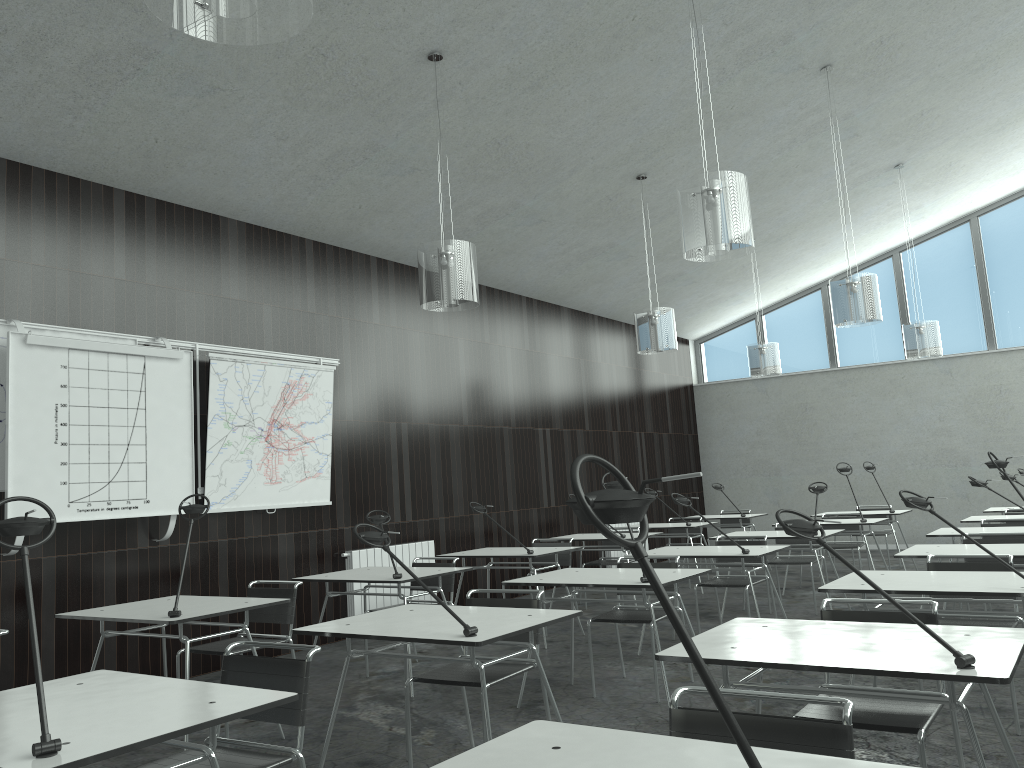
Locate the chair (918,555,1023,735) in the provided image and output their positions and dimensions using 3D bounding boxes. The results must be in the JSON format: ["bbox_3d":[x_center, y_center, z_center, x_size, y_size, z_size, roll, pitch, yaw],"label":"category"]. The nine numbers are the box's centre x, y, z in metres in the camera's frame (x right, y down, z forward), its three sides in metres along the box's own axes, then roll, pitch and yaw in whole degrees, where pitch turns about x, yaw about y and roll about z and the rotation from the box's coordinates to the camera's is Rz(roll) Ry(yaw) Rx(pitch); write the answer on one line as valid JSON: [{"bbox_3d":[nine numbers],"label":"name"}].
[{"bbox_3d":[2.107,1.289,4.076,0.428,0.765,0.555,-9,-9,35],"label":"chair"}]

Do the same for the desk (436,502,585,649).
[{"bbox_3d":[-0.009,1.557,6.738,0.900,1.153,0.700,-8,-8,32],"label":"desk"}]

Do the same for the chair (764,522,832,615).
[{"bbox_3d":[2.358,1.686,7.368,0.428,0.765,0.555,-8,-8,29],"label":"chair"}]

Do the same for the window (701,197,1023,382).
[{"bbox_3d":[5.843,-1.891,12.180,7.052,3.041,0.010,-8,-9,33],"label":"window"}]

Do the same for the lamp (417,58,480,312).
[{"bbox_3d":[-0.426,-1.394,5.439,0.350,1.761,0.359,-8,-9,33],"label":"lamp"}]

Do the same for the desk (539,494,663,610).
[{"bbox_3d":[0.812,1.657,7.933,0.900,1.153,0.700,-8,-9,33],"label":"desk"}]

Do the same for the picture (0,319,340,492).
[{"bbox_3d":[-2.460,0.185,5.724,0.050,1.102,3.818,-8,-9,33],"label":"picture"}]

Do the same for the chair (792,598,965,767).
[{"bbox_3d":[1.144,1.186,2.792,0.428,0.765,0.555,-8,-9,33],"label":"chair"}]

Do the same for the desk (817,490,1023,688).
[{"bbox_3d":[1.858,1.070,3.755,0.900,1.153,0.700,-8,-9,34],"label":"desk"}]

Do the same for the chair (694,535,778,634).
[{"bbox_3d":[1.553,1.586,6.178,0.428,0.765,0.555,-8,-9,33],"label":"chair"}]

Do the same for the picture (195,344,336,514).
[{"bbox_3d":[-1.782,0.388,6.580,0.163,1.342,1.211,-8,-9,33],"label":"picture"}]

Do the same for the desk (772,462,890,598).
[{"bbox_3d":[2.970,1.480,8.242,0.900,1.321,0.700,-8,-9,33],"label":"desk"}]

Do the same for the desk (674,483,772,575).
[{"bbox_3d":[2.449,1.859,10.335,0.900,1.153,0.700,-8,-9,33],"label":"desk"}]

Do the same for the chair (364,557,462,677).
[{"bbox_3d":[-0.629,1.663,5.737,0.428,0.765,0.555,-9,-9,36],"label":"chair"}]

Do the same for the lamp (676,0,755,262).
[{"bbox_3d":[0.955,-1.866,4.546,0.350,2.307,0.359,-8,-9,33],"label":"lamp"}]

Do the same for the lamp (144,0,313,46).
[{"bbox_3d":[-0.693,-2.071,2.105,0.350,2.307,0.359,-8,-9,33],"label":"lamp"}]

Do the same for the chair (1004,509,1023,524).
[{"bbox_3d":[4.462,1.588,7.608,0.428,0.765,0.555,-8,-9,34],"label":"chair"}]

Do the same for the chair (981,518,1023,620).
[{"bbox_3d":[3.638,1.493,6.447,0.428,0.765,0.555,-8,-9,33],"label":"chair"}]

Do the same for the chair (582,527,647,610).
[{"bbox_3d":[0.935,1.871,8.151,0.428,0.765,0.555,-8,-8,30],"label":"chair"}]

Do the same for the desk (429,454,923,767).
[{"bbox_3d":[0.224,0.786,1.372,0.900,1.321,0.700,-8,-9,34],"label":"desk"}]

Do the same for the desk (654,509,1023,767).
[{"bbox_3d":[0.977,0.974,2.563,0.900,1.153,0.700,-8,-9,33],"label":"desk"}]

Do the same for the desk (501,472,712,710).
[{"bbox_3d":[0.507,1.183,4.677,0.900,1.321,0.700,-8,-9,33],"label":"desk"}]

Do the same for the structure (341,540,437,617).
[{"bbox_3d":[-1.018,1.870,7.502,0.079,0.688,1.129,-8,-9,33],"label":"structure"}]

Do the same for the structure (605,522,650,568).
[{"bbox_3d":[1.429,2.176,11.127,0.079,0.688,1.129,-8,-9,33],"label":"structure"}]

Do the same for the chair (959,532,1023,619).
[{"bbox_3d":[2.889,1.388,5.249,0.428,0.765,0.555,-8,-9,33],"label":"chair"}]

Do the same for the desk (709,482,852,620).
[{"bbox_3d":[2.121,1.465,7.038,0.900,1.153,0.700,-8,-8,32],"label":"desk"}]

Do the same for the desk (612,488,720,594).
[{"bbox_3d":[1.597,1.759,9.128,0.900,1.153,0.700,-8,-8,32],"label":"desk"}]

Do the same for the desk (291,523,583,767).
[{"bbox_3d":[-0.275,1.157,3.415,0.900,1.153,0.700,-8,-9,33],"label":"desk"}]

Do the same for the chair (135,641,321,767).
[{"bbox_3d":[-0.857,1.278,2.556,0.428,0.765,0.555,-8,-8,31],"label":"chair"}]

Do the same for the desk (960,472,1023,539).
[{"bbox_3d":[4.293,1.376,7.380,0.900,1.153,0.700,-8,-9,34],"label":"desk"}]

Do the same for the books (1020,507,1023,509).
[{"bbox_3d":[5.058,1.312,8.471,0.297,0.021,0.210,-3,-7,-3],"label":"books"}]

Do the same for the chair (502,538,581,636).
[{"bbox_3d":[0.231,1.777,7.066,0.428,0.765,0.555,-8,-8,32],"label":"chair"}]

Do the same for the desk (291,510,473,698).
[{"bbox_3d":[-0.796,1.451,5.508,0.900,1.153,0.700,-8,-9,33],"label":"desk"}]

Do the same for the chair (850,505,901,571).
[{"bbox_3d":[3.991,1.890,9.790,0.428,0.765,0.555,-8,-8,32],"label":"chair"}]

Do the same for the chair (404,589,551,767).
[{"bbox_3d":[-0.127,1.373,3.669,0.428,0.765,0.555,-8,-8,30],"label":"chair"}]

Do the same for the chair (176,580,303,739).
[{"bbox_3d":[-1.411,1.576,4.662,0.428,0.765,0.555,-8,-8,32],"label":"chair"}]

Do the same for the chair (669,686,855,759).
[{"bbox_3d":[0.408,1.082,1.602,0.428,0.765,0.555,-8,-8,32],"label":"chair"}]

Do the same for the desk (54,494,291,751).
[{"bbox_3d":[-1.653,1.272,4.343,0.900,1.321,0.700,-8,-8,32],"label":"desk"}]

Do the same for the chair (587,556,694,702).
[{"bbox_3d":[0.704,1.481,4.932,0.428,0.765,0.555,-7,-8,29],"label":"chair"}]

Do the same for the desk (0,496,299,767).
[{"bbox_3d":[-1.108,0.976,2.242,0.900,1.321,0.700,-8,-9,33],"label":"desk"}]

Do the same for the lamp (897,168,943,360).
[{"bbox_3d":[4.250,-1.454,9.429,0.350,2.307,0.359,-8,-9,33],"label":"lamp"}]

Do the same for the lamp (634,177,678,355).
[{"bbox_3d":[1.222,-1.188,7.880,0.350,1.761,0.359,-8,-9,33],"label":"lamp"}]

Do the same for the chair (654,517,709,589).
[{"bbox_3d":[1.782,1.975,9.397,0.428,0.765,0.555,-8,-8,32],"label":"chair"}]

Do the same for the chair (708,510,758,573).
[{"bbox_3d":[2.615,2.071,10.564,0.428,0.765,0.555,-8,-9,33],"label":"chair"}]

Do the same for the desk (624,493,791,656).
[{"bbox_3d":[1.307,1.367,5.854,0.900,1.153,0.700,-8,-9,33],"label":"desk"}]

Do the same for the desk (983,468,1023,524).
[{"bbox_3d":[5.110,1.476,8.570,0.900,1.153,0.700,-8,-9,33],"label":"desk"}]

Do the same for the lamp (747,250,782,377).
[{"bbox_3d":[2.869,-0.983,10.321,0.350,1.761,0.359,-8,-9,33],"label":"lamp"}]

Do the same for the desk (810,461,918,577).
[{"bbox_3d":[3.740,1.588,9.476,0.900,1.321,0.700,-8,-9,33],"label":"desk"}]

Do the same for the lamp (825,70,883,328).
[{"bbox_3d":[2.603,-1.660,6.987,0.350,2.307,0.359,-8,-9,33],"label":"lamp"}]

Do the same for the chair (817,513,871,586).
[{"bbox_3d":[3.166,1.778,8.497,0.428,0.765,0.555,-7,-8,27],"label":"chair"}]

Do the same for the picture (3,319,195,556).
[{"bbox_3d":[-2.515,0.345,5.411,0.254,1.508,1.191,-8,-9,33],"label":"picture"}]

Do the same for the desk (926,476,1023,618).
[{"bbox_3d":[3.445,1.278,6.183,0.900,1.153,0.700,-8,-9,33],"label":"desk"}]

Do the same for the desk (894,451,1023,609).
[{"bbox_3d":[2.681,1.085,4.948,0.900,1.321,0.700,-8,-9,33],"label":"desk"}]

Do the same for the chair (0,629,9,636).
[{"bbox_3d":[-2.259,1.460,3.328,0.428,0.765,0.555,-8,-8,31],"label":"chair"}]
